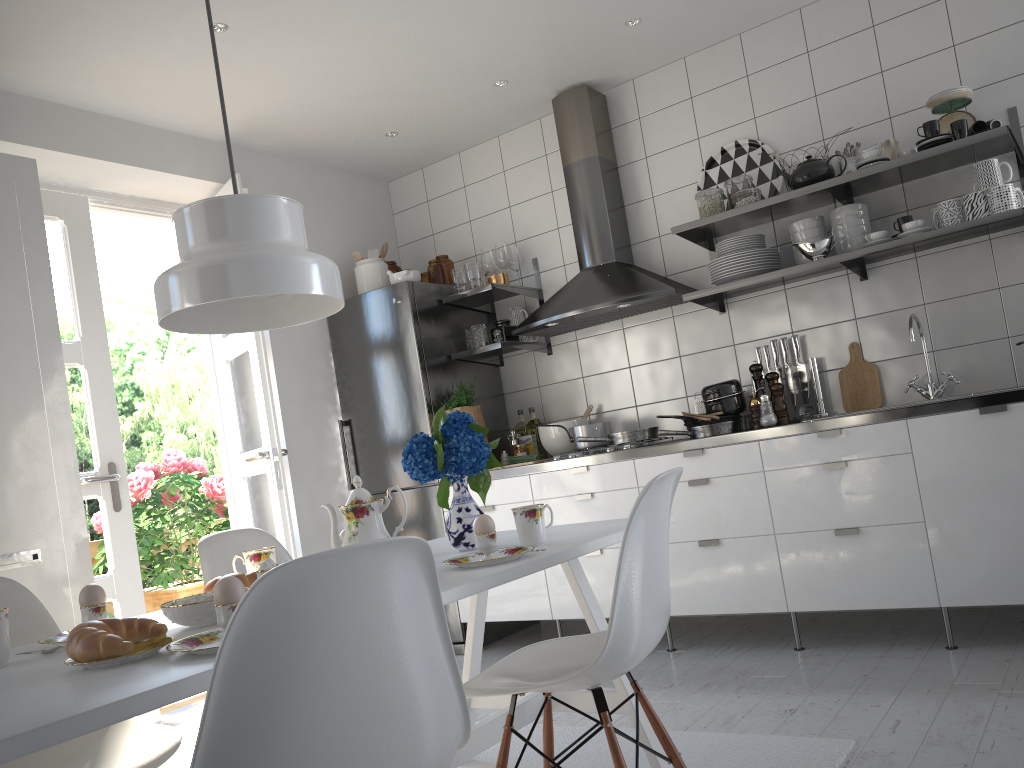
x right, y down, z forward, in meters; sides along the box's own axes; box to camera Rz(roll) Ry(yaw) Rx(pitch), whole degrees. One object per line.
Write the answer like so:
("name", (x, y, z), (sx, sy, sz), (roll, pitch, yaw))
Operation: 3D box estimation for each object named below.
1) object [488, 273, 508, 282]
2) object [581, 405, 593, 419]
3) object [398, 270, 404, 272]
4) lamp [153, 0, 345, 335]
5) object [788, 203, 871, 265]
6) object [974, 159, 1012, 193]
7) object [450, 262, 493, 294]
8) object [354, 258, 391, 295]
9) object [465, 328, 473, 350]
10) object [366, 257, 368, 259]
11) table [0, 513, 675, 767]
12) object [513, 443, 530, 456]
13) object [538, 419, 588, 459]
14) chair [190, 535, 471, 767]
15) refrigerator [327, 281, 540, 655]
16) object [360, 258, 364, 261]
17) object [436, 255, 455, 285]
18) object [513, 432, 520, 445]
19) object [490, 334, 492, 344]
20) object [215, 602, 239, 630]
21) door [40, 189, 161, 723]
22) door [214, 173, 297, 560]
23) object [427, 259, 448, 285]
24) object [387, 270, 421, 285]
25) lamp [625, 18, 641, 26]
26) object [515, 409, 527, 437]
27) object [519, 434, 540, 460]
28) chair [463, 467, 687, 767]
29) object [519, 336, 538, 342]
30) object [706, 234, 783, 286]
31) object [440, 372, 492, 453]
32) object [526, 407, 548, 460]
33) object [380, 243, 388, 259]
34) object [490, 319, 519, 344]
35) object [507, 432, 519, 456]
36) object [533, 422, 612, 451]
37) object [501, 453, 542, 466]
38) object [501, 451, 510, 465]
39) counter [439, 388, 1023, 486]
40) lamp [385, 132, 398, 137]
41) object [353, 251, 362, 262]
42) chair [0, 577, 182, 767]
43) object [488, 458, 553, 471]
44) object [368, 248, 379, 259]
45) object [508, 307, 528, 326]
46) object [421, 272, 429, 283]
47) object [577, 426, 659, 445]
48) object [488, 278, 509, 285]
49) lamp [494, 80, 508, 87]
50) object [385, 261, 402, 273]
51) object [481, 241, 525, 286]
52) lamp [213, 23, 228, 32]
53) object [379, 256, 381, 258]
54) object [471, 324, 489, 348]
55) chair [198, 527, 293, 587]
("object", (-0.071, -0.516, 4.400), (0.099, 0.048, 0.100), (-6, -5, -32))
("object", (0.312, 0.230, 4.371), (0.221, 0.232, 0.081), (-9, -3, -5))
("object", (-0.560, -0.525, 4.727), (0.113, 0.154, 0.113), (-7, -4, -27))
("lamp", (-0.639, -0.793, 1.864), (0.372, 1.321, 0.375), (-8, -3, -24))
("object", (1.293, -0.584, 3.592), (0.310, 0.216, 0.150), (-12, -4, 32))
("object", (1.676, -0.730, 3.098), (0.083, 0.100, 0.109), (-8, -4, -21))
("object", (-0.200, -0.519, 4.463), (0.190, 0.134, 0.228), (-11, -5, 25))
("object", (-0.724, -0.535, 4.628), (0.174, 0.208, 0.173), (-11, -4, 30))
("object", (-0.195, -0.221, 4.484), (0.086, 0.119, 0.086), (-6, -5, -45))
("object", (-0.713, -0.559, 4.664), (0.119, 0.249, 0.033), (-11, -3, 35))
("table", (-0.363, 0.761, 1.829), (0.817, 0.659, 1.823), (-12, -5, 34))
("object", (0.050, 0.350, 4.402), (0.078, 0.101, 0.078), (-9, -3, 1))
("object", (0.263, 0.277, 4.373), (0.247, 0.175, 0.248), (-8, -4, -15))
("chair", (-0.292, 0.630, 1.245), (0.464, 0.799, 0.545), (-6, -4, -41))
("refrigerator", (-0.422, 0.433, 4.619), (0.578, 1.797, 0.693), (-11, -3, 35))
("object", (-0.757, -0.555, 4.643), (0.061, 0.250, 0.118), (-8, -3, -26))
("object", (-0.357, -0.581, 4.700), (0.097, 0.194, 0.097), (-11, -4, 34))
("object", (0.024, 0.329, 4.531), (0.059, 0.172, 0.059), (-9, -3, -6))
("object", (-0.069, -0.216, 4.657), (0.083, 0.100, 0.108), (-9, -4, 4))
("object", (-0.425, 0.362, 1.353), (0.048, 0.057, 0.048), (-8, -4, -15))
("door", (-1.891, 0.320, 3.658), (0.157, 2.322, 0.601), (-11, -3, 34))
("door", (-1.215, 0.253, 4.140), (0.156, 2.322, 0.604), (-7, -3, -35))
("object", (-0.388, -0.564, 4.598), (0.093, 0.153, 0.093), (-7, -4, -33))
("object", (-0.533, -0.529, 4.475), (0.159, 0.110, 0.172), (-11, -5, 29))
("lamp", (0.498, -1.503, 3.656), (0.064, 0.030, 0.064), (-11, -5, 27))
("object", (0.064, 0.271, 4.580), (0.066, 0.282, 0.066), (-11, -3, 30))
("object", (0.088, 0.332, 4.500), (0.077, 0.140, 0.043), (-11, -4, 35))
("chair", (0.156, 0.611, 1.880), (0.544, 0.799, 0.464), (-11, -3, 24))
("object", (0.072, -0.249, 4.539), (0.109, 0.100, 0.083), (-11, -4, 24))
("object", (0.975, -0.510, 3.732), (0.307, 0.194, 0.300), (-13, -5, 39))
("object", (-0.224, 0.193, 4.319), (0.174, 0.508, 0.282), (-10, -3, 22))
("object", (0.127, 0.257, 4.529), (0.090, 0.281, 0.082), (-11, -3, 35))
("object", (-0.682, -0.588, 4.641), (0.131, 0.295, 0.056), (-10, -3, 14))
("object", (-0.038, -0.255, 4.395), (0.100, 0.122, 0.100), (-6, -5, -45))
("object", (0.014, 0.325, 4.466), (0.059, 0.172, 0.059), (-9, -3, -6))
("object", (0.300, 0.235, 4.152), (0.347, 0.153, 0.201), (-8, -4, -16))
("object", (0.017, 0.356, 4.149), (0.141, 0.053, 0.277), (-5, -6, -40))
("object", (-0.035, 0.376, 4.450), (0.046, 0.084, 0.046), (-10, -3, 12))
("counter", (1.146, 0.175, 3.548), (3.251, 0.045, 0.650), (-12, -6, 35))
("lamp", (-0.604, -1.260, 4.434), (0.064, 0.030, 0.064), (-11, -5, 27))
("object", (-0.777, -0.558, 4.627), (0.054, 0.262, 0.149), (-10, -3, 9))
("chair", (-0.948, 0.780, 1.771), (0.544, 0.799, 0.464), (-11, -4, 34))
("object", (0.026, 0.379, 4.147), (0.331, 0.012, 0.220), (-12, -6, 34))
("object", (-0.727, -0.580, 4.639), (0.064, 0.289, 0.141), (-10, -3, 8))
("object", (0.027, -0.342, 4.560), (0.083, 0.100, 0.109), (-8, -4, -21))
("object", (-0.448, -0.529, 4.736), (0.093, 0.127, 0.093), (-7, -4, -34))
("object", (0.473, 0.232, 3.900), (0.352, 0.060, 0.232), (-10, -5, 13))
("object", (-0.065, -0.495, 4.399), (0.099, 0.036, 0.100), (-6, -6, -36))
("lamp", (-0.053, -1.382, 4.045), (0.064, 0.030, 0.064), (-11, -5, 27))
("object", (-0.654, -0.543, 4.821), (0.117, 0.236, 0.118), (-7, -4, -30))
("object", (-0.044, -0.589, 4.585), (0.193, 0.244, 0.205), (-11, -4, 33))
("lamp", (-1.056, -1.293, 3.189), (0.064, 0.030, 0.064), (-11, -5, 27))
("object", (-0.684, -0.564, 4.647), (0.050, 0.246, 0.115), (-9, -3, -1))
("object", (-0.160, -0.234, 4.391), (0.086, 0.119, 0.086), (-11, -4, 31))
("chair", (-0.528, 0.764, 2.379), (0.544, 0.799, 0.464), (-11, -4, 29))
